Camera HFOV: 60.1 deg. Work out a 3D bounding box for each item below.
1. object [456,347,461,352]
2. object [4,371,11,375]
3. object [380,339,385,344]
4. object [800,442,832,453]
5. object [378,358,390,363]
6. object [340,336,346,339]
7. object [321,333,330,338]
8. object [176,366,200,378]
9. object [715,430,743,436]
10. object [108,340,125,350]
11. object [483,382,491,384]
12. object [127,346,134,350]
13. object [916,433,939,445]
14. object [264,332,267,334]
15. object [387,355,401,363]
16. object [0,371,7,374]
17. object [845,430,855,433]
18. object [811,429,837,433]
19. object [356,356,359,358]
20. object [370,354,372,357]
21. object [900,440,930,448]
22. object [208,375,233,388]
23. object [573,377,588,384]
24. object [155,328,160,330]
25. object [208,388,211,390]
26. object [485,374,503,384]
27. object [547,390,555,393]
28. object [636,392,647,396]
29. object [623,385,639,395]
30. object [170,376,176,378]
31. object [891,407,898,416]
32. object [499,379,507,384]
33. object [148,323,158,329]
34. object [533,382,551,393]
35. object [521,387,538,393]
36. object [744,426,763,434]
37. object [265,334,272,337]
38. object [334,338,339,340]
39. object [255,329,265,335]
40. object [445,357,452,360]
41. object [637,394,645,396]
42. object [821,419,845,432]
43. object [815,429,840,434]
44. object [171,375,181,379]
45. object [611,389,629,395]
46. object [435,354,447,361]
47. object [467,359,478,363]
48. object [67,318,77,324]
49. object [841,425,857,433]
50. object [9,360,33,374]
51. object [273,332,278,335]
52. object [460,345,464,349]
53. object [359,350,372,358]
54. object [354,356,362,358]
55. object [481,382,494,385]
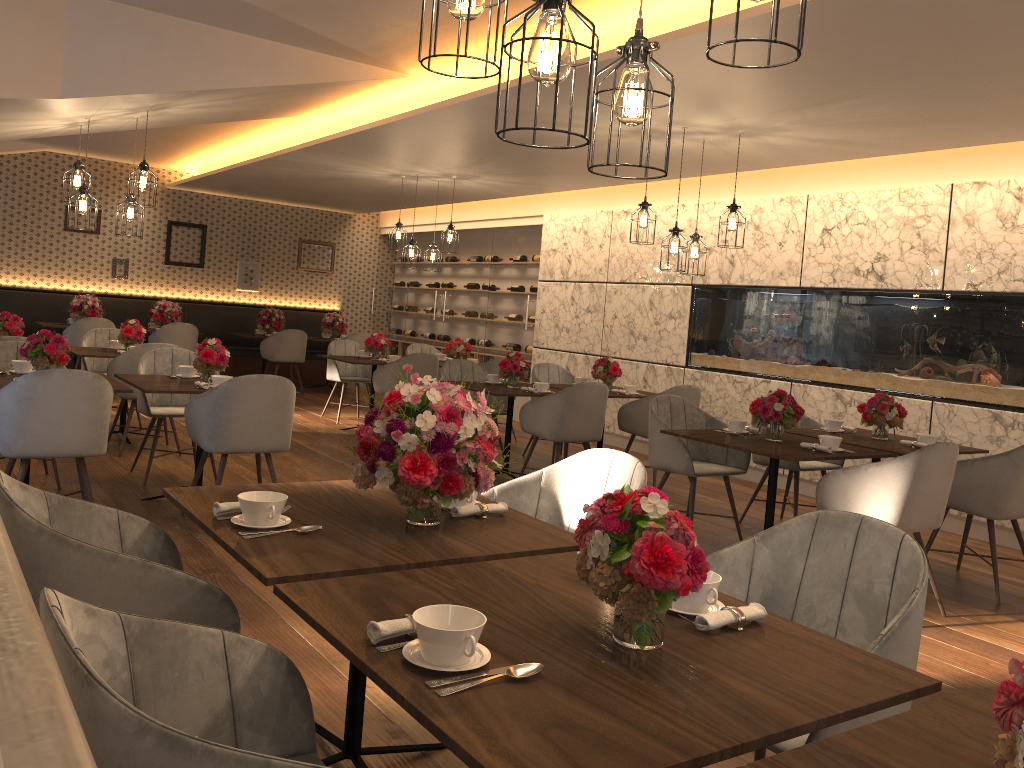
[{"bbox_3d":[-0.587,-0.370,9.525,0.049,0.052,0.078,3,4,-25],"label":"object"},{"bbox_3d":[-2.931,-0.063,5.148,0.022,0.004,0.211,2,5,-35],"label":"object"},{"bbox_3d":[-1.335,-0.430,9.028,0.077,0.052,0.045,6,3,17],"label":"object"},{"bbox_3d":[1.586,0.330,4.616,0.056,0.039,0.176,2,5,-35],"label":"object"},{"bbox_3d":[-1.269,-0.233,8.774,0.056,0.039,0.176,2,5,-35],"label":"object"},{"bbox_3d":[-2.383,-0.649,12.653,0.148,0.072,0.148,6,4,13],"label":"object"},{"bbox_3d":[-2.757,-0.718,13.134,0.148,0.072,0.148,5,4,8],"label":"object"},{"bbox_3d":[-2.103,-0.078,5.750,0.148,0.072,0.148,6,4,23],"label":"object"},{"bbox_3d":[1.255,0.282,5.096,0.022,0.004,0.211,2,5,-35],"label":"object"},{"bbox_3d":[-3.414,-0.337,7.660,0.148,0.072,0.148,6,4,23],"label":"object"},{"bbox_3d":[-0.231,-0.012,7.199,0.043,0.015,0.198,1,6,-38],"label":"object"},{"bbox_3d":[-3.040,-0.268,7.180,0.148,0.072,0.148,6,4,23],"label":"object"},{"bbox_3d":[2.435,0.336,5.203,0.148,0.072,0.148,5,4,8],"label":"object"},{"bbox_3d":[-3.487,-0.720,12.630,0.056,0.039,0.176,2,5,-35],"label":"object"},{"bbox_3d":[-1.174,-0.248,8.838,0.148,0.072,0.148,7,5,33],"label":"object"},{"bbox_3d":[-2.963,-0.070,5.134,0.043,0.015,0.198,1,6,-38],"label":"object"},{"bbox_3d":[2.130,0.294,5.721,0.025,0.024,0.193,3,5,-35],"label":"object"},{"bbox_3d":[1.977,0.295,5.604,0.043,0.015,0.198,1,6,-38],"label":"object"},{"bbox_3d":[-1.632,-0.288,9.239,0.043,0.015,0.198,1,6,-38],"label":"object"},{"bbox_3d":[-1.455,-0.297,9.384,0.056,0.039,0.176,2,5,-35],"label":"object"},{"bbox_3d":[2.340,0.350,5.138,0.056,0.039,0.176,2,5,-35],"label":"object"},{"bbox_3d":[-1.729,-0.010,5.270,0.148,0.072,0.148,6,4,23],"label":"object"},{"bbox_3d":[0.608,-0.020,7.801,0.148,0.072,0.148,7,5,33],"label":"object"},{"bbox_3d":[-4.474,-0.688,11.208,0.056,0.039,0.176,2,5,-35],"label":"object"},{"bbox_3d":[-1.802,0.012,5.233,0.025,0.024,0.193,3,5,-35],"label":"object"},{"bbox_3d":[-0.147,-0.040,7.279,0.148,0.072,0.148,7,5,33],"label":"object"},{"bbox_3d":[0.306,0.058,6.879,0.043,0.015,0.198,1,6,-38],"label":"object"},{"bbox_3d":[1.061,0.078,7.401,0.043,0.015,0.198,1,6,-38],"label":"object"},{"bbox_3d":[0.981,0.049,7.320,0.148,0.072,0.148,7,5,33],"label":"object"},{"bbox_3d":[-2.187,-0.050,5.671,0.043,0.015,0.198,1,6,-38],"label":"object"},{"bbox_3d":[2.296,0.163,5.371,0.076,0.052,0.048,7,4,35],"label":"object"},{"bbox_3d":[-0.055,-0.021,7.344,0.056,0.039,0.176,2,5,-35],"label":"object"},{"bbox_3d":[-4.752,-0.771,11.753,0.148,0.072,0.148,6,4,13],"label":"object"},{"bbox_3d":[0.227,0.029,6.798,0.148,0.072,0.148,7,5,33],"label":"object"},{"bbox_3d":[0.132,0.043,6.734,0.056,0.039,0.176,2,5,-35],"label":"object"},{"bbox_3d":[1.399,0.266,5.226,0.056,0.039,0.176,2,5,-35],"label":"object"},{"bbox_3d":[-3.301,-0.657,12.020,0.056,0.039,0.176,2,5,-35],"label":"object"},{"bbox_3d":[-2.478,-0.635,12.589,0.056,0.039,0.176,2,5,-35],"label":"object"},{"bbox_3d":[-3.579,-0.740,12.565,0.148,0.072,0.148,6,4,13],"label":"object"},{"bbox_3d":[-0.701,-0.277,9.906,0.056,0.039,0.176,2,5,-35],"label":"object"},{"bbox_3d":[1.027,0.082,7.387,0.022,0.004,0.211,2,5,-35],"label":"object"},{"bbox_3d":[2.062,0.267,5.683,0.148,0.072,0.148,5,4,8],"label":"object"},{"bbox_3d":[2.010,0.303,5.618,0.022,0.004,0.211,2,5,-35],"label":"object"},{"bbox_3d":[-2.154,-0.043,5.685,0.022,0.004,0.211,2,5,-35],"label":"object"},{"bbox_3d":[0.886,0.063,7.256,0.056,0.039,0.176,2,5,-35],"label":"object"},{"bbox_3d":[-0.793,-0.296,9.840,0.148,0.072,0.148,7,5,33],"label":"object"},{"bbox_3d":[-0.419,-0.228,9.360,0.148,0.072,0.148,7,5,33],"label":"object"},{"bbox_3d":[-5.549,-0.792,11.202,0.148,0.072,0.148,6,4,13],"label":"object"},{"bbox_3d":[2.154,0.286,5.748,0.056,0.039,0.176,2,5,-35],"label":"object"},{"bbox_3d":[-2.879,-0.099,5.213,0.148,0.072,0.148,6,4,23],"label":"object"},{"bbox_3d":[-3.206,-0.671,12.084,0.148,0.072,0.148,5,4,8],"label":"object"},{"bbox_3d":[-0.558,-0.399,9.528,0.076,0.052,0.048,7,4,35],"label":"object"},{"bbox_3d":[-1.547,-0.316,9.318,0.148,0.072,0.148,7,5,33],"label":"object"},{"bbox_3d":[-1.599,-0.281,9.253,0.022,0.004,0.211,2,5,-35],"label":"object"},{"bbox_3d":[-0.199,-0.004,7.214,0.022,0.004,0.211,2,5,-35],"label":"object"}]
